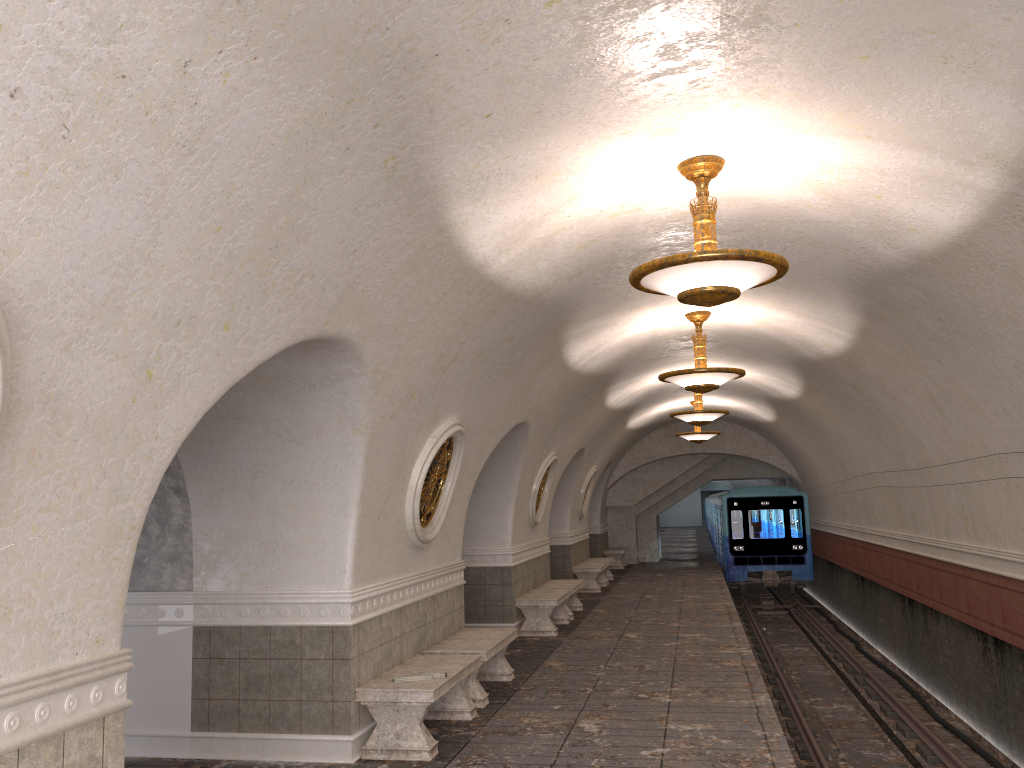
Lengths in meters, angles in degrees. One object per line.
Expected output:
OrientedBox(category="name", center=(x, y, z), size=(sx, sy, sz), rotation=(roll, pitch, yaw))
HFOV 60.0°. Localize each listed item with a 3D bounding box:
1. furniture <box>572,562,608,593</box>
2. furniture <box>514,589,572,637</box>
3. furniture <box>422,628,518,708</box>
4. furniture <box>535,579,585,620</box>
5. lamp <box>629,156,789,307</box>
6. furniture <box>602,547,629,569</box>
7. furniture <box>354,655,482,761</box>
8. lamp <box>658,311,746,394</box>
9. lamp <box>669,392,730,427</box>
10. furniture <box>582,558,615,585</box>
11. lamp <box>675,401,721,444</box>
OrientedBox(category="furniture", center=(1.678, 4.108, 18.862), size=(0.613, 0.508, 1.509), rotation=(-3, -8, 11))
OrientedBox(category="furniture", center=(0.488, 3.354, 13.068), size=(0.613, 0.508, 1.509), rotation=(-3, -8, 11))
OrientedBox(category="furniture", center=(-0.379, 2.806, 8.852), size=(0.613, 0.508, 1.509), rotation=(-3, -8, 11))
OrientedBox(category="furniture", center=(0.823, 3.567, 14.702), size=(0.613, 0.508, 1.509), rotation=(-3, -8, 11))
OrientedBox(category="lamp", center=(1.256, -0.967, 5.766), size=(1.008, 0.955, 1.008), rotation=(-1, -8, -5))
OrientedBox(category="furniture", center=(2.936, 4.905, 24.986), size=(0.613, 0.508, 1.509), rotation=(-3, -8, 11))
OrientedBox(category="furniture", center=(-0.714, 2.593, 7.218), size=(0.613, 0.508, 1.509), rotation=(-3, -8, 11))
OrientedBox(category="lamp", center=(2.220, -0.356, 10.460), size=(1.008, 0.955, 1.008), rotation=(-6, -9, 27))
OrientedBox(category="lamp", center=(3.184, 0.254, 15.151), size=(1.008, 0.955, 1.008), rotation=(-6, -9, 27))
OrientedBox(category="furniture", center=(2.013, 4.321, 20.496), size=(0.613, 0.508, 1.509), rotation=(-3, -8, 11))
OrientedBox(category="lamp", center=(4.148, 0.865, 19.844), size=(1.008, 0.955, 1.008), rotation=(3, -9, -32))
